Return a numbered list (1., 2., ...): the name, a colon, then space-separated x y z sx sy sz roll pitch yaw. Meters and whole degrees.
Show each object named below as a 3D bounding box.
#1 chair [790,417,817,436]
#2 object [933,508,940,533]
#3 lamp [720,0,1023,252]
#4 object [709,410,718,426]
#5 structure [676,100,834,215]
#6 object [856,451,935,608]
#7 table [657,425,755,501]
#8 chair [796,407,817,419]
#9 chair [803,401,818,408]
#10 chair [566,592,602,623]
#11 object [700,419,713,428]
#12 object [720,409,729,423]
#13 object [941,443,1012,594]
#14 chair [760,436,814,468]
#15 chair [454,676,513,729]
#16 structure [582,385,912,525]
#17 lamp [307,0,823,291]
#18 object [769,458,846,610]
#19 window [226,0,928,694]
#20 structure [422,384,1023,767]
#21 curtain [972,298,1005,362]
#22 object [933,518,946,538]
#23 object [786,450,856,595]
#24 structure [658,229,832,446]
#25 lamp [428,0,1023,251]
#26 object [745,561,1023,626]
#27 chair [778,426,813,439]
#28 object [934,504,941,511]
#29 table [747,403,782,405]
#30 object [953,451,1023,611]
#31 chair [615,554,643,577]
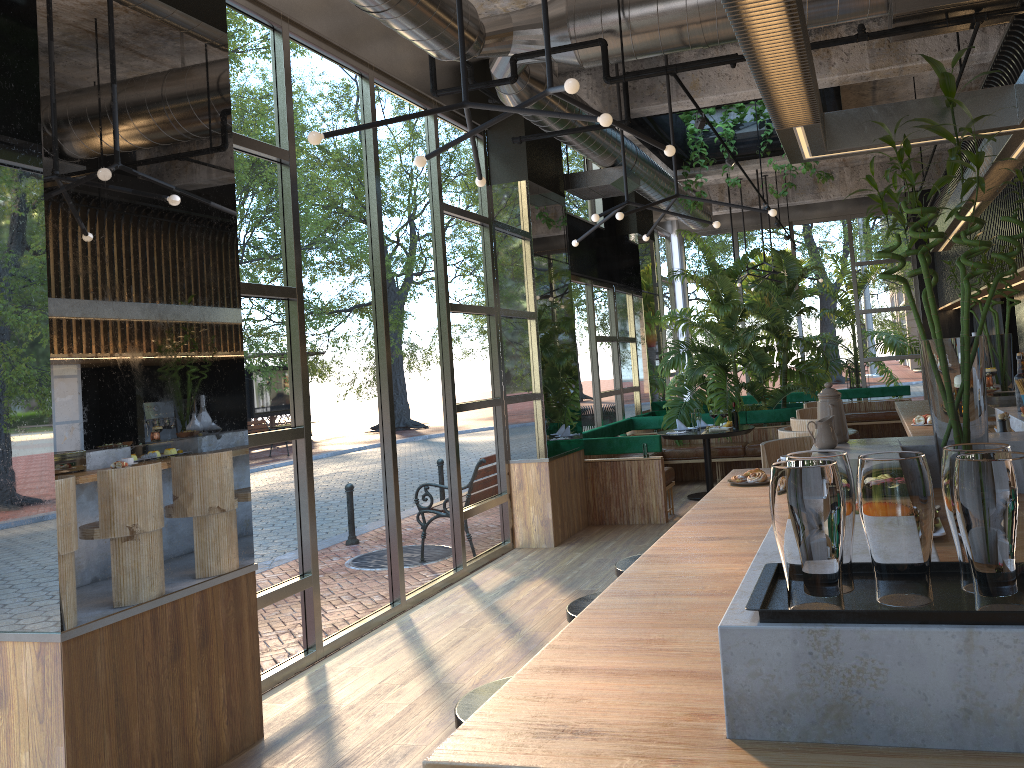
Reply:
1. chair: 2.149 0.694 5.840 0.519 0.971 0.574 -6 -3 43
2. object: 1.089 0.362 2.409 0.129 0.074 0.204 -4 0 20
3. lamp: 3.481 -2.141 4.166 4.863 2.137 6.893 -4 0 15
4. object: 2.327 0.398 10.237 0.101 0.201 0.103 -5 -3 9
5. structure: 3.023 -2.908 10.788 1.482 1.520 2.063 -3 -1 -41
6. object: 0.553 0.206 1.272 0.100 0.210 0.110 -6 -3 35
7. table: 2.201 0.889 9.956 1.124 0.752 1.074 -4 -1 -11
8. chair: 2.420 0.663 6.563 0.554 0.971 0.539 -4 -2 -5
9. chair: 2.731 0.628 7.337 0.524 0.971 0.569 -6 -3 30
10. chair: 0.426 1.145 3.203 0.507 0.698 0.521 -5 -2 11
11. object: 2.230 0.440 10.354 0.232 0.139 0.233 -4 0 4
12. object: 2.431 0.391 10.158 0.101 0.201 0.103 -5 -3 9
13. object: 0.689 0.195 1.298 0.103 0.210 0.107 -5 -3 15
14. chair: 1.529 0.762 4.328 0.568 0.971 0.525 -3 -3 -23
15. chair: 0.079 1.184 2.334 0.508 0.698 0.520 -4 -2 9
16. structure: 2.083 0.566 5.301 5.853 1.552 20.691 -4 1 22
17. lamp: 2.169 -2.209 5.629 4.937 1.827 19.445 -4 1 22
18. object: 0.423 0.216 1.260 0.100 0.210 0.110 -6 -3 35
19. window: 0.875 -1.833 5.760 4.018 6.507 20.944 -5 0 22
20. structure: 3.954 0.352 3.765 5.673 1.734 7.330 -4 1 20
21. curtain: 6.807 -0.161 12.601 0.118 2.063 3.368 -5 -1 22
22. object: 1.046 0.393 2.541 0.324 0.025 0.509 -4 1 21
23. object: 0.475 0.211 1.360 0.100 0.210 0.110 -6 -3 35
24. structure: 3.155 -0.504 12.225 2.415 3.444 2.684 -4 -2 5
25. lamp: 2.869 -2.484 10.037 3.682 1.534 10.306 -4 1 19
26. object: 0.574 0.300 1.292 0.424 0.019 0.280 -4 1 19
27. chair: 1.835 0.729 5.061 0.566 0.971 0.527 -3 -3 -20
28. object: 1.195 0.369 2.634 0.116 0.035 0.175 -4 1 1
29. table: 3.708 0.721 13.733 1.103 0.752 1.095 -4 -1 0
30. object: 0.651 0.200 1.186 0.103 0.210 0.107 -5 -3 15
31. chair: 0.673 1.117 3.822 0.502 0.698 0.526 -5 -2 16
